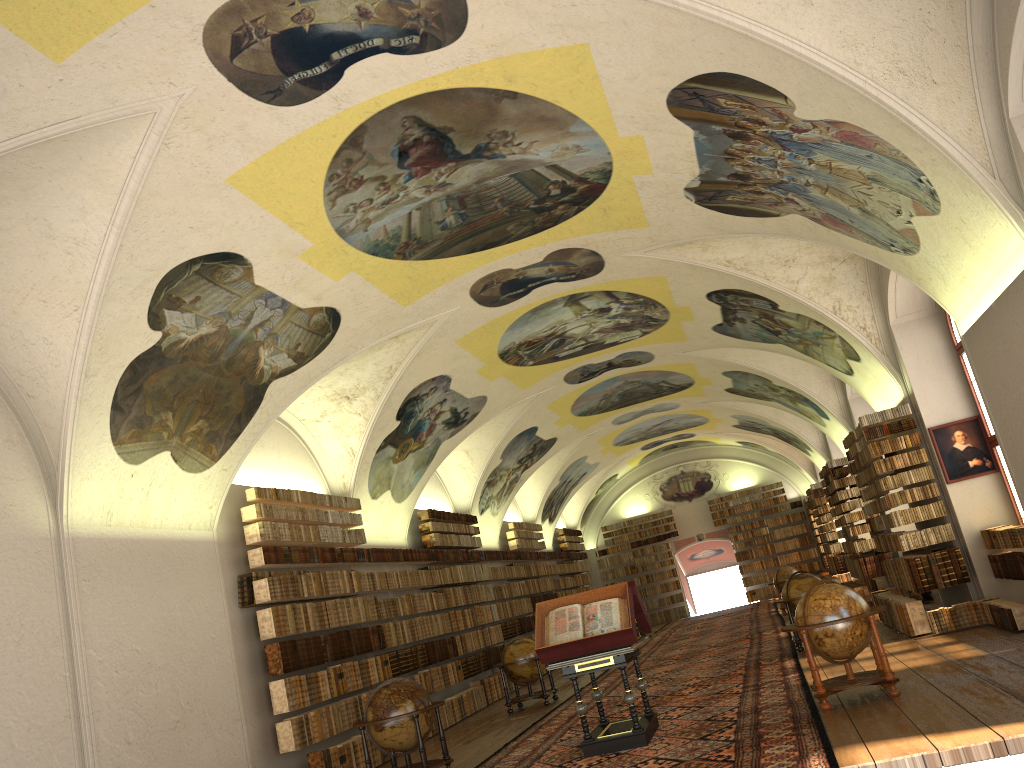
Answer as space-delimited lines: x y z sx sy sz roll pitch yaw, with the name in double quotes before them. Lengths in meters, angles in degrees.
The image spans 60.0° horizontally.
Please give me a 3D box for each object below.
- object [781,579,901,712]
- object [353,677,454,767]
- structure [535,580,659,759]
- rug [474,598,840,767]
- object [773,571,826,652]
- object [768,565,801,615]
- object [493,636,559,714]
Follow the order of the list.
"object" 3.993 3.111 10.813 1.278 1.442 1.285 -2 -18 -39
"object" -1.484 4.740 12.060 1.278 1.442 1.285 -7 -15 -24
"structure" 1.214 3.715 11.659 1.246 1.972 1.897 -16 -14 12
"rug" 4.209 6.394 20.900 4.709 0.064 37.026 -16 -15 12
"object" 5.768 4.342 17.183 1.278 1.442 1.285 -7 -15 -24
"object" 8.662 6.352 27.571 1.278 1.442 1.285 -4 -16 -34
"object" 0.290 5.972 18.430 1.278 1.442 1.285 -2 -18 -39
